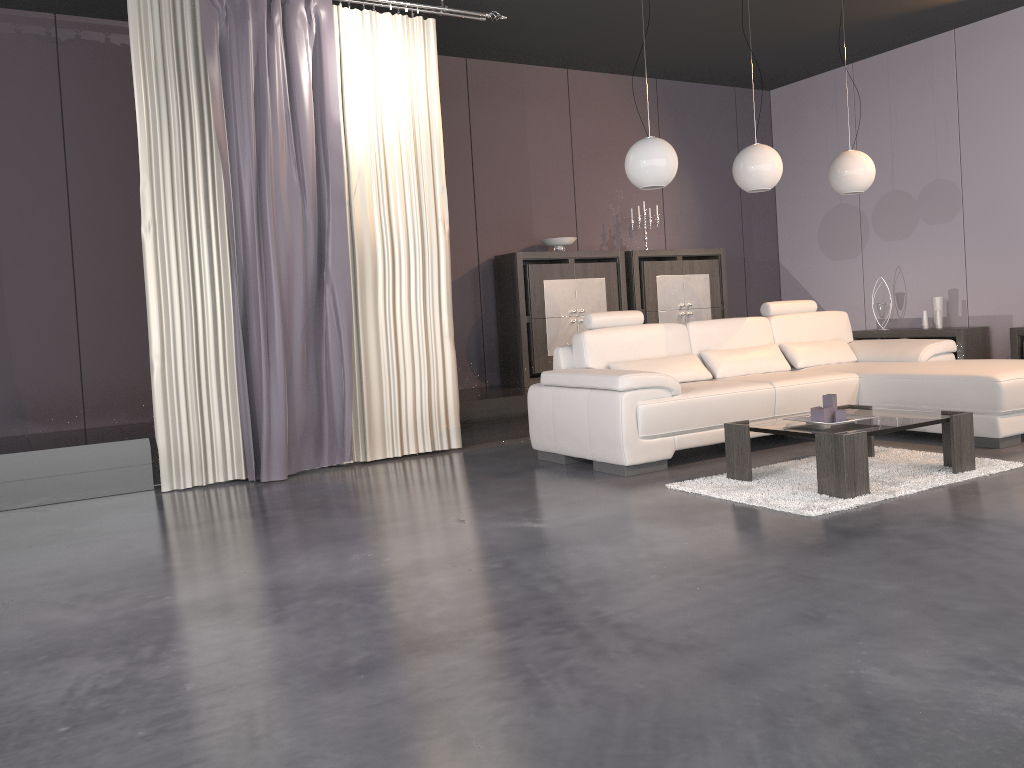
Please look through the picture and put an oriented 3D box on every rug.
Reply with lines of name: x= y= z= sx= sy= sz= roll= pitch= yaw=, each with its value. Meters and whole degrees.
rug: x=1.594 y=0.435 z=4.233 sx=1.529 sy=0.023 sz=0.917 roll=-6 pitch=5 yaw=-30

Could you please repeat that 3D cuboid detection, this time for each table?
table: x=1.603 y=0.296 z=4.229 sx=0.907 sy=0.270 sz=0.701 roll=-6 pitch=5 yaw=-30

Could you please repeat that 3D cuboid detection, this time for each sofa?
sofa: x=1.768 y=-0.073 z=5.244 sx=2.867 sy=0.857 sz=1.869 roll=-6 pitch=4 yaw=-30

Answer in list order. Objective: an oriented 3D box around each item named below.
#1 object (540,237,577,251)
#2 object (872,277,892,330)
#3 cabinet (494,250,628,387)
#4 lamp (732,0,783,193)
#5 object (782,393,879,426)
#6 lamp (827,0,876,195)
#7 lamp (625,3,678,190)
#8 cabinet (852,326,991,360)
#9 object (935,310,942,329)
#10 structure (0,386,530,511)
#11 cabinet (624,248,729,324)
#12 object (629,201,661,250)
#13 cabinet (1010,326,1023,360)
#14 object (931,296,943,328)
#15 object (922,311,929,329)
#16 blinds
object: x=0.396 y=-1.157 z=7.440 sx=0.309 sy=0.116 sz=0.309 roll=-3 pitch=4 yaw=3
object: x=3.238 y=-0.707 z=7.754 sx=0.108 sy=0.465 sz=0.123 roll=-4 pitch=2 yaw=-29
cabinet: x=0.450 y=-0.562 z=7.426 sx=1.074 sy=1.073 sz=0.411 roll=-5 pitch=2 yaw=-30
lamp: x=1.512 y=-1.923 z=5.567 sx=0.307 sy=1.413 sz=0.306 roll=-4 pitch=2 yaw=-27
object: x=1.492 y=0.114 z=4.164 sx=0.305 sy=0.136 sz=0.304 roll=-5 pitch=4 yaw=-26
lamp: x=2.276 y=-2.004 z=6.020 sx=0.307 sy=1.413 sz=0.306 roll=-4 pitch=2 yaw=-27
lamp: x=0.775 y=-1.846 z=5.136 sx=0.307 sy=1.413 sz=0.307 roll=-3 pitch=2 yaw=27
cabinet: x=3.426 y=-0.189 z=7.504 sx=0.378 sy=0.554 sz=1.072 roll=-5 pitch=4 yaw=-30
object: x=3.507 y=-0.532 z=7.286 sx=0.051 sy=0.152 sz=0.051 roll=-2 pitch=2 yaw=38
structure: x=-1.265 y=0.329 z=6.106 sx=8.787 sy=0.300 sz=1.000 roll=-6 pitch=5 yaw=-30
cabinet: x=1.452 y=-0.667 z=8.014 sx=1.074 sy=1.073 sz=0.411 roll=-5 pitch=2 yaw=-30
object: x=1.183 y=-1.403 z=7.881 sx=0.230 sy=0.445 sz=0.230 roll=-4 pitch=2 yaw=-13
cabinet: x=4.157 y=-0.141 z=6.256 sx=0.378 sy=0.554 sz=1.072 roll=-5 pitch=4 yaw=-30
object: x=3.548 y=-0.597 z=7.382 sx=0.089 sy=0.263 sz=0.089 roll=-3 pitch=2 yaw=21
object: x=3.446 y=-0.536 z=7.391 sx=0.051 sy=0.152 sz=0.051 roll=-2 pitch=2 yaw=38
blinds: x=-1.355 y=-0.953 z=5.204 sx=3.294 sy=2.993 sz=0.248 roll=-5 pitch=2 yaw=-30
